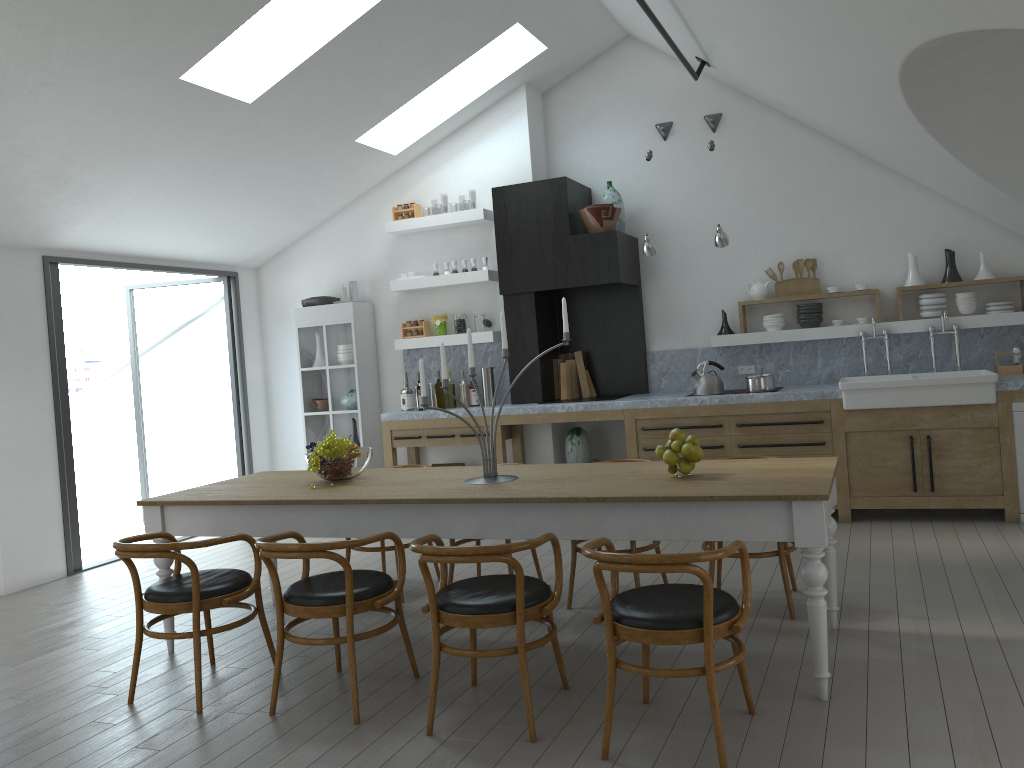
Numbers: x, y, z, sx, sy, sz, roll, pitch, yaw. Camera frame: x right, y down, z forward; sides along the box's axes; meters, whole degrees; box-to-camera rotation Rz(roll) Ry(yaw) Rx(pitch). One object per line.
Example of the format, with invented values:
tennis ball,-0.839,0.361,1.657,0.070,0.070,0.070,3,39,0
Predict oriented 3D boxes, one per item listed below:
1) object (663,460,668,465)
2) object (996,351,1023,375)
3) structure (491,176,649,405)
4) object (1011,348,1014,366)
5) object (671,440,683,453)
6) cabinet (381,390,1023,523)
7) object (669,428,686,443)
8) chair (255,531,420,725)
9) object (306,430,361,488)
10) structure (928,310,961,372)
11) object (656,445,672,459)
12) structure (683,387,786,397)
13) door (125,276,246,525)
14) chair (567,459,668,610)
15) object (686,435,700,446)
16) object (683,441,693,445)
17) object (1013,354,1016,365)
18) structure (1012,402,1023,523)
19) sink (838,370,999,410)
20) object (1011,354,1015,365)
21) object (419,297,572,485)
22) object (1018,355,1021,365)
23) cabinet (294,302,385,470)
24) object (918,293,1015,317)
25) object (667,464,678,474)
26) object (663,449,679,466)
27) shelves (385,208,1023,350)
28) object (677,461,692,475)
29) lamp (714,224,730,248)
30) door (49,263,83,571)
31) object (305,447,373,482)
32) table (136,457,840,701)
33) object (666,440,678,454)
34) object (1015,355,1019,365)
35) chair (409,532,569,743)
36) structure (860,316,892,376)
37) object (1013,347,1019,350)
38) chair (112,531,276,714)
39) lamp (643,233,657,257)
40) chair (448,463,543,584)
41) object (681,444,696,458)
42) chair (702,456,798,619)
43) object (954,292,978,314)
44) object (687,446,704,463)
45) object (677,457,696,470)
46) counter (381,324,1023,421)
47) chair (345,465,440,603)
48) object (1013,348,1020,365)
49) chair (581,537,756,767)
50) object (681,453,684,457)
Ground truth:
object,0.714,0.337,4.010,0.059,0.056,0.060,-4,1,17
object,3.753,-0.159,6.688,0.173,0.171,0.100,-4,1,24
structure,0.516,-0.805,7.755,1.074,1.884,0.781,-4,0,22
object,3.771,-0.175,6.659,0.022,0.196,0.019,-4,0,11
object,0.730,0.277,3.910,0.053,0.057,0.058,-4,1,37
cabinet,2.015,0.623,7.068,6.423,1.022,1.005,-4,1,22
object,0.740,0.235,3.962,0.072,0.074,0.072,-4,1,22
chair,-0.753,0.972,3.741,0.527,0.735,0.622,-4,1,22
object,-0.943,0.378,4.711,0.292,0.284,0.393,-5,1,-13
structure,3.299,-0.293,6.654,0.214,0.530,0.333,-4,1,3
object,0.679,0.304,3.965,0.072,0.064,0.071,-4,1,16
structure,1.787,0.082,7.092,0.737,0.041,0.648,-4,2,22
door,-3.169,0.169,8.632,1.051,2.346,0.080,-4,0,7
chair,0.596,0.827,4.985,0.527,0.735,0.622,-4,1,26
object,0.817,0.260,3.992,0.062,0.059,0.062,-4,1,23
object,0.783,0.280,3.954,0.053,0.050,0.053,-5,1,-6
object,3.781,-0.176,6.661,0.018,0.196,0.020,-4,0,32
structure,3.847,0.498,6.136,0.723,0.822,0.599,-4,1,22
sink,2.956,0.041,6.502,1.020,0.202,0.728,-4,2,22
object,3.759,-0.164,6.643,0.044,0.178,0.019,-4,0,-13
object,-0.063,0.028,4.311,0.775,0.875,0.265,-4,0,-4
object,3.793,-0.166,6.625,0.019,0.178,0.044,-4,0,7
cabinet,-1.611,0.251,8.370,0.641,1.989,0.361,-4,0,22
object,3.491,-0.617,6.816,0.656,0.196,0.198,-4,1,22
object,0.718,0.378,3.963,0.051,0.050,0.050,-4,1,26
object,0.701,0.324,3.906,0.070,0.072,0.071,-5,1,-13
shelves,1.582,-0.985,7.454,5.546,1.362,0.480,-4,1,17
object,0.761,0.369,3.908,0.064,0.063,0.063,-4,1,34
lamp,1.603,-1.130,6.782,0.112,0.176,0.169,-4,1,15
door,-3.883,0.280,6.956,1.050,2.346,0.080,-4,0,22
object,-0.916,0.438,4.729,0.360,0.159,0.360,-4,2,3
table,-0.157,0.870,4.368,3.346,0.799,1.019,-4,1,22
object,0.734,0.281,4.010,0.072,0.071,0.066,-5,1,-8
object,3.784,-0.175,6.640,0.018,0.196,0.023,-4,0,17
chair,-0.088,0.930,3.450,0.527,0.735,0.622,-4,1,18
structure,2.849,-0.264,6.840,0.214,0.530,0.333,-4,1,3
object,3.796,-0.180,6.668,0.042,0.192,0.040,-5,0,-30
chair,-1.439,1.017,3.980,0.527,0.735,0.622,-4,1,26
lamp,1.072,-1.093,7.005,0.115,0.178,0.165,-4,1,41
chair,-0.098,0.873,5.207,0.527,0.735,0.622,-4,1,19
object,0.771,0.292,3.870,0.062,0.063,0.063,-5,1,-15
chair,1.259,0.785,4.701,0.527,0.735,0.622,-4,1,19
object,3.482,-0.618,6.794,0.154,0.160,0.157,-5,1,-39
object,0.807,0.310,3.915,0.077,0.076,0.076,-5,1,-11
object,0.783,0.358,3.978,0.078,0.074,0.080,-5,1,-23
counter,2.028,-0.200,7.057,6.570,0.619,0.963,-4,2,22
chair,-0.744,0.911,5.539,0.527,0.735,0.622,-4,1,22
object,3.778,-0.177,6.623,0.042,0.192,0.040,-5,0,-31
chair,0.552,0.892,3.111,0.527,0.735,0.622,-4,1,25
object,0.795,0.305,4.015,0.062,0.059,0.062,-4,1,27
